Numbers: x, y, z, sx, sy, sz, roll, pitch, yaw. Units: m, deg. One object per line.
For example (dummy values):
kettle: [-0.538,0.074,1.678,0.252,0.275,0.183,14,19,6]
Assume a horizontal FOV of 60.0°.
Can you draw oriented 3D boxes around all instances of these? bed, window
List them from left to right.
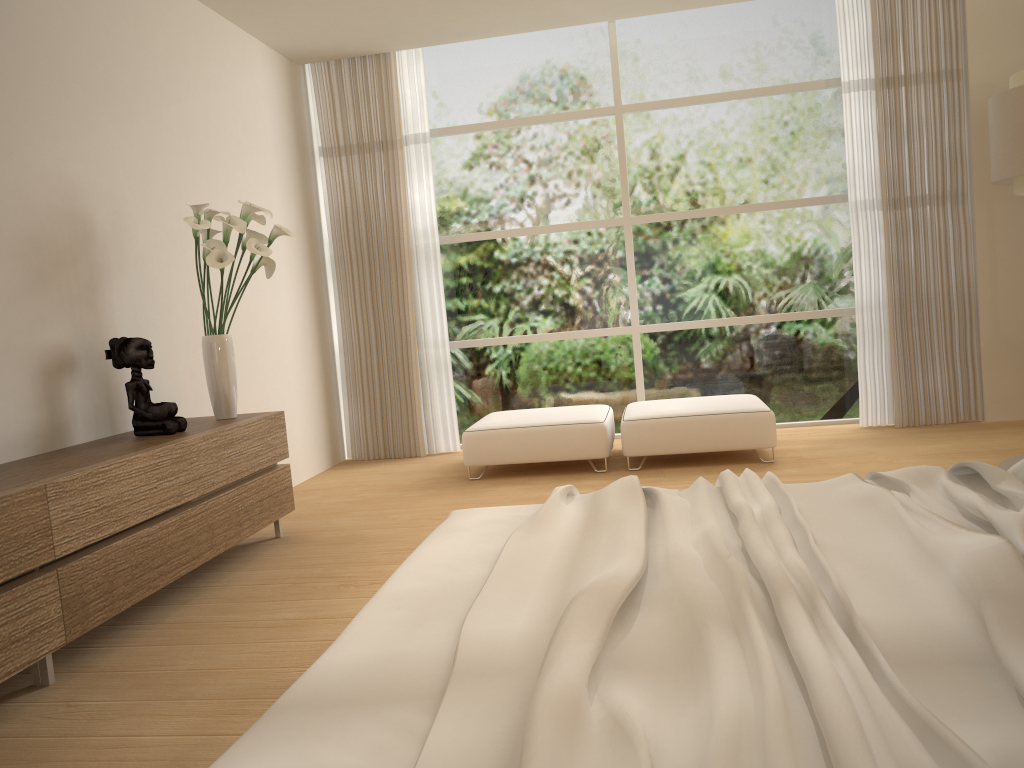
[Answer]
window: [0.890,-1.261,6.867,4.781,3.371,0.071,-4,5,9]
bed: [0.768,0.583,1.751,2.535,0.570,2.599,-4,5,9]

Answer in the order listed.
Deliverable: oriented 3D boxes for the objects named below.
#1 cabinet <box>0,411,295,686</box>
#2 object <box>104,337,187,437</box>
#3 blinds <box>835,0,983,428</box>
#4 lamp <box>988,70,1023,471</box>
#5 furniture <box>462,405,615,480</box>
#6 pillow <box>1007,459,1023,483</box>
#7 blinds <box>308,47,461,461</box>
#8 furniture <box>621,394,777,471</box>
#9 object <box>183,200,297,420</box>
cabinet: [-1.746,0.667,2.901,0.588,0.662,3.713,-4,5,9]
object: [-1.638,0.005,3.992,0.282,0.453,0.181,-4,5,9]
blinds: [2.789,-1.371,6.238,0.814,3.351,0.202,-4,5,8]
lamp: [2.862,-0.557,4.441,0.817,2.018,0.817,-9,6,-37]
furniture: [0.215,0.381,6.149,0.965,0.346,0.964,-4,5,9]
pillow: [1.494,0.200,1.639,0.561,0.339,1.720,-4,5,9]
blinds: [-1.022,-1.085,6.929,0.950,3.352,0.211,-4,5,8]
furniture: [1.234,0.303,5.978,0.965,0.346,0.964,-4,5,9]
object: [-1.349,-0.376,4.412,0.515,1.085,0.608,-8,6,-32]
